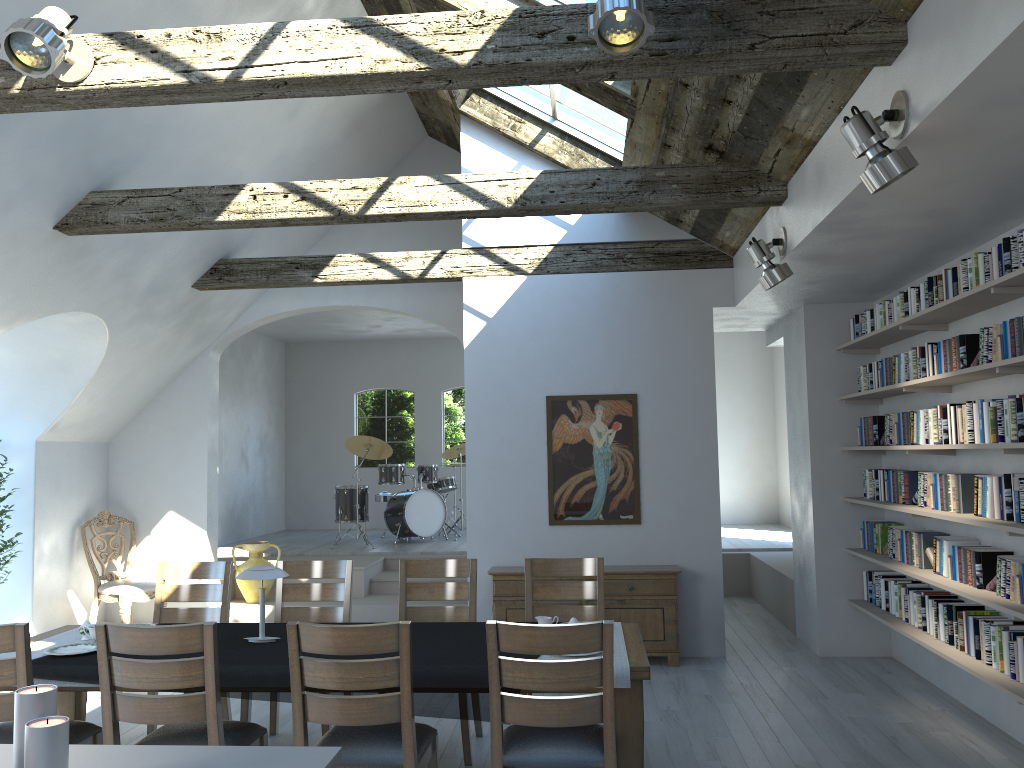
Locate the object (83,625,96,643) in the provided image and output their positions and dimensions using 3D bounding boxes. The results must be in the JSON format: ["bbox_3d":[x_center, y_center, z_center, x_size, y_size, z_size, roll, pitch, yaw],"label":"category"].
[{"bbox_3d":[-1.993,1.212,4.298,0.130,0.081,0.124,3,-6,-42],"label":"object"}]

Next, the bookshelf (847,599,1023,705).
[{"bbox_3d":[2.440,1.409,3.012,0.315,0.070,7.825,-1,-5,5],"label":"bookshelf"}]

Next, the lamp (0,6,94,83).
[{"bbox_3d":[-1.771,-1.300,3.369,0.233,0.311,0.354,-1,-5,5],"label":"lamp"}]

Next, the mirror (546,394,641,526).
[{"bbox_3d":[0.654,0.610,7.161,0.736,1.047,0.009,-1,-5,5],"label":"mirror"}]

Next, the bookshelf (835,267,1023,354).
[{"bbox_3d":[2.402,-0.562,3.169,0.315,0.070,7.825,-1,-5,5],"label":"bookshelf"}]

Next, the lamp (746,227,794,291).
[{"bbox_3d":[1.571,-0.758,5.398,0.265,0.386,0.235,-3,-5,26],"label":"lamp"}]

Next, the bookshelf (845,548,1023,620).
[{"bbox_3d":[2.432,1.014,3.044,0.315,0.070,7.825,-1,-5,5],"label":"bookshelf"}]

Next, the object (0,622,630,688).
[{"bbox_3d":[-0.908,1.268,4.226,2.872,0.077,1.050,-1,-5,5],"label":"object"}]

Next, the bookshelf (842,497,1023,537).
[{"bbox_3d":[2.424,0.620,3.075,0.315,0.070,7.825,-1,-5,5],"label":"bookshelf"}]

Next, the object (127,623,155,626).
[{"bbox_3d":[-1.971,1.266,4.567,0.250,0.017,0.253,-1,-5,5],"label":"object"}]

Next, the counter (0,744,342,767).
[{"bbox_3d":[-0.981,1.336,1.759,1.029,0.879,1.029,-1,-5,5],"label":"counter"}]

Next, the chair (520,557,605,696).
[{"bbox_3d":[0.293,1.499,4.908,0.514,1.006,0.605,-1,-5,5],"label":"chair"}]

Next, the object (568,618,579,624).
[{"bbox_3d":[0.293,1.155,4.209,0.064,0.092,0.064,0,-5,-18],"label":"object"}]

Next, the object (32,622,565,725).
[{"bbox_3d":[-0.902,1.340,4.223,2.456,0.227,1.073,-2,-5,5],"label":"object"}]

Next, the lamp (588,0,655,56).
[{"bbox_3d":[0.388,-1.335,3.192,0.233,0.323,0.343,-1,-5,5],"label":"lamp"}]

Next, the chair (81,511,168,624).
[{"bbox_3d":[-3.631,1.776,8.320,0.655,1.159,0.552,-4,-5,30],"label":"chair"}]

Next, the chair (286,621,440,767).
[{"bbox_3d":[-0.575,1.404,3.507,0.514,1.006,0.605,-1,-5,5],"label":"chair"}]

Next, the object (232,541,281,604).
[{"bbox_3d":[-2.628,1.934,9.105,0.402,0.605,0.396,3,-6,-38],"label":"object"}]

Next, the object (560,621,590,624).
[{"bbox_3d":[0.342,1.207,4.390,0.250,0.017,0.253,-1,-5,5],"label":"object"}]

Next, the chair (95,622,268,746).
[{"bbox_3d":[-1.317,1.424,3.570,0.514,1.006,0.605,-1,-5,5],"label":"chair"}]

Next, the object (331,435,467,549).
[{"bbox_3d":[-1.523,1.393,11.889,2.354,1.383,1.465,3,-6,-41],"label":"object"}]

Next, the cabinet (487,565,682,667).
[{"bbox_3d":[0.566,1.798,6.903,1.481,0.714,0.383,-1,-5,5],"label":"cabinet"}]

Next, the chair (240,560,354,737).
[{"bbox_3d":[-1.192,1.538,5.032,0.514,1.006,0.605,-1,-5,5],"label":"chair"}]

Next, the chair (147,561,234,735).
[{"bbox_3d":[-1.934,1.557,5.095,0.514,1.006,0.605,-1,-5,5],"label":"chair"}]

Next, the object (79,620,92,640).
[{"bbox_3d":[-2.106,1.216,4.386,0.064,0.092,0.064,-3,-5,23],"label":"object"}]

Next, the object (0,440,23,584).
[{"bbox_3d":[-4.273,1.294,6.986,0.718,1.920,0.737,-3,-5,24],"label":"object"}]

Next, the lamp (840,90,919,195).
[{"bbox_3d":[1.398,-0.916,3.378,0.265,0.386,0.235,-3,-5,26],"label":"lamp"}]

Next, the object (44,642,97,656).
[{"bbox_3d":[-2.018,1.229,4.096,0.250,0.017,0.253,-1,-5,5],"label":"object"}]

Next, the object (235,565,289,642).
[{"bbox_3d":[-1.199,1.052,4.261,0.251,0.362,0.251,-3,-5,28],"label":"object"}]

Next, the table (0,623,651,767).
[{"bbox_3d":[-0.920,1.600,4.197,3.078,0.737,0.939,-1,-5,5],"label":"table"}]

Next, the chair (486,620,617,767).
[{"bbox_3d":[0.168,1.385,3.445,0.514,1.006,0.605,-1,-5,5],"label":"chair"}]

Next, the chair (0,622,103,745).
[{"bbox_3d":[-2.059,1.443,3.632,0.514,1.006,0.605,-1,-5,5],"label":"chair"}]

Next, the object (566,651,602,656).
[{"bbox_3d":[0.278,1.168,3.889,0.250,0.017,0.253,-1,-5,5],"label":"object"}]

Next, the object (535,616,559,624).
[{"bbox_3d":[0.164,1.157,4.229,0.100,0.098,0.071,1,-5,-26],"label":"object"}]

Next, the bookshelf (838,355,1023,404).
[{"bbox_3d":[2.409,-0.168,3.138,0.315,0.070,7.825,-1,-5,5],"label":"bookshelf"}]

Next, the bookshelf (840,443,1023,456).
[{"bbox_3d":[2.417,0.226,3.106,0.315,0.070,7.825,-1,-5,5],"label":"bookshelf"}]

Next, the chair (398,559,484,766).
[{"bbox_3d":[-0.449,1.518,4.970,0.514,1.006,0.605,-1,-5,5],"label":"chair"}]
